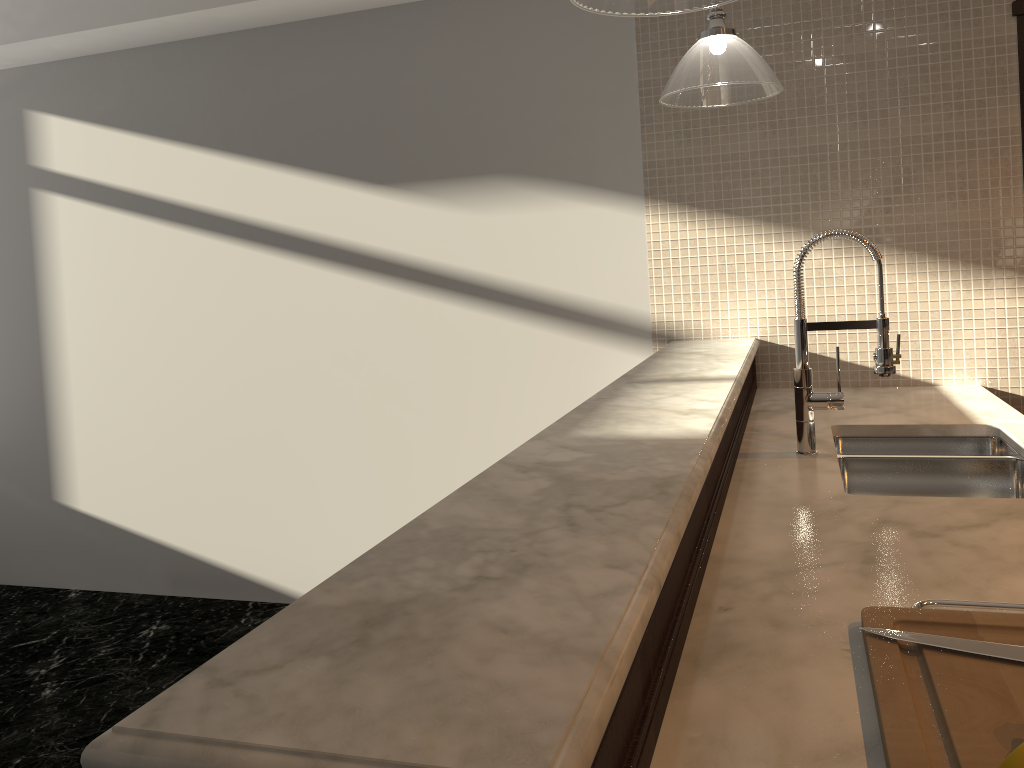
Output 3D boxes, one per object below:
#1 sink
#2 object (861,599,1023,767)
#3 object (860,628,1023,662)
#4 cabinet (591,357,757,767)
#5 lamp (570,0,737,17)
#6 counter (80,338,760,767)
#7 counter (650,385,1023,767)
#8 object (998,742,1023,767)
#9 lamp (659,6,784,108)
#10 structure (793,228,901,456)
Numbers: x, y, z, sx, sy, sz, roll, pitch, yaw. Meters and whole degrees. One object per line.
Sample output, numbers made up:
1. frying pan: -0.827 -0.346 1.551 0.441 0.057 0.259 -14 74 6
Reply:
1. sink: 0.972 0.299 2.025 0.457 0.211 0.806 -1 7 18
2. object: 0.543 0.326 0.806 0.384 0.021 0.672 -1 7 18
3. object: 0.549 0.292 0.954 0.330 0.014 0.042 0 8 28
4. cabinet: 0.315 0.138 1.899 0.292 0.152 2.858 -1 7 18
5. lamp: 0.222 -1.006 1.360 0.317 0.781 0.319 -2 3 32
6. counter: 0.306 0.048 1.887 0.327 0.032 2.877 -1 7 18
7. counter: 0.664 0.224 1.788 1.052 0.032 2.891 -1 7 18
8. object: 0.422 0.302 0.698 0.074 0.068 0.063 -5 5 -19
9. lamp: 0.522 -1.141 2.297 0.317 0.781 0.319 -2 3 32
10. structure: 0.780 -0.100 2.070 0.243 0.529 0.051 -3 2 17
